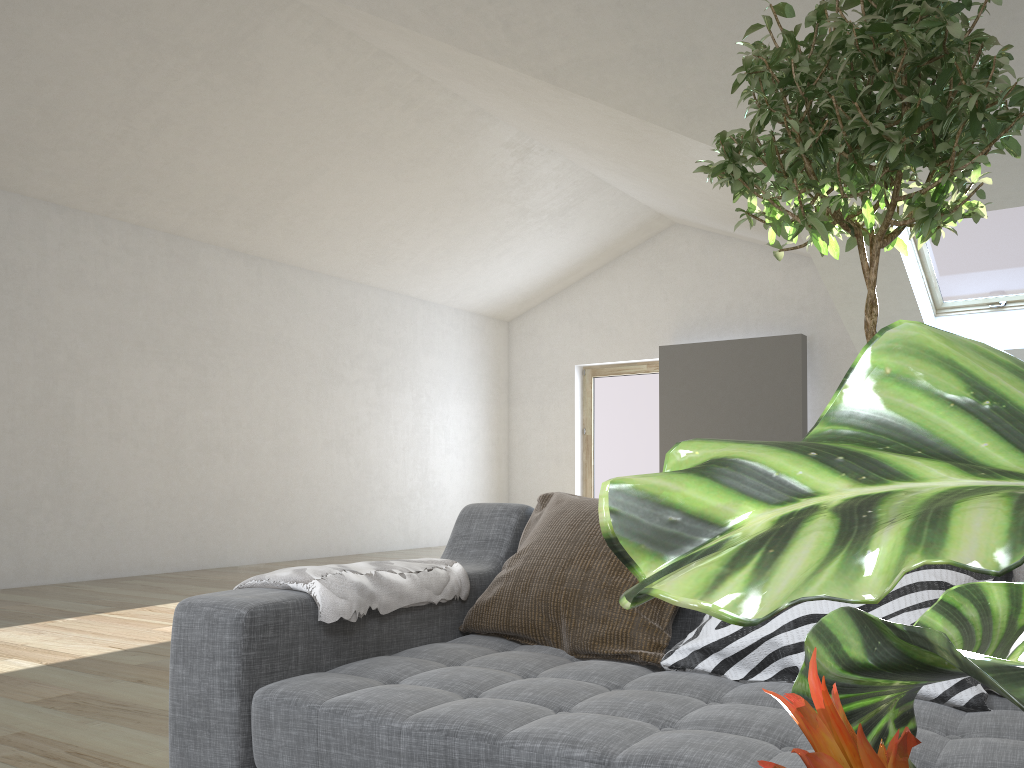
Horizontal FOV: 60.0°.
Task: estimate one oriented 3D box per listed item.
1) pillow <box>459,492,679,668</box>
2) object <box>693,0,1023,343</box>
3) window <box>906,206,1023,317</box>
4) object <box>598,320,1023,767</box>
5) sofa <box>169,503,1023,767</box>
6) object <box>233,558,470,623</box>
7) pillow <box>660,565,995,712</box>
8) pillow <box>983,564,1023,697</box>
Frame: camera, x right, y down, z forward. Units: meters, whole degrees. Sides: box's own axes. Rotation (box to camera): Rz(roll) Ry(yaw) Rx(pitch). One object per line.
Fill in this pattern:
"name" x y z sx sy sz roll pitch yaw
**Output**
"pillow" 0.166 0.400 1.902 0.579 0.337 0.309 -5 -6 43
"object" 0.854 -0.035 2.168 0.802 2.014 0.813 0 -2 12
"window" 3.602 -0.959 6.652 1.475 0.726 1.905 -3 -7 33
"object" 0.167 0.211 0.098 0.378 0.524 0.437 0 -3 8
"sofa" 0.696 0.545 1.350 2.467 0.681 1.026 -4 -6 33
"object" -0.340 0.575 1.865 0.358 0.417 0.482 -3 -5 36
"pillow" 0.575 0.397 1.588 0.562 0.282 0.358 -3 -6 33
"pillow" 1.065 0.345 1.332 0.643 0.317 0.263 -3 -5 33
